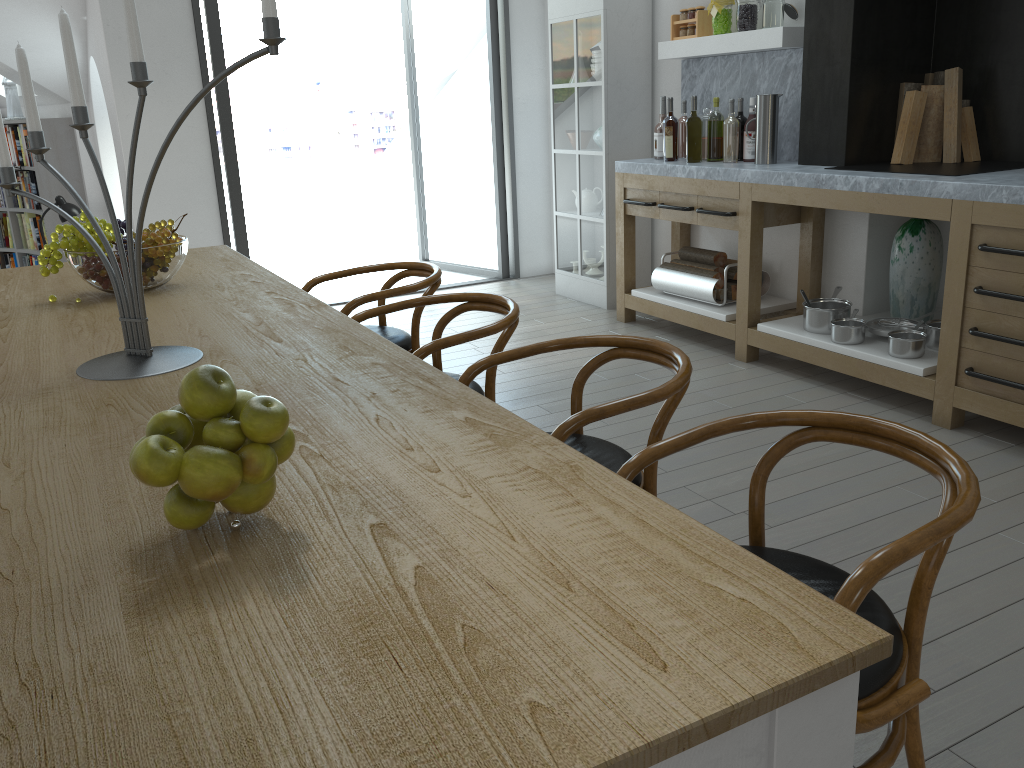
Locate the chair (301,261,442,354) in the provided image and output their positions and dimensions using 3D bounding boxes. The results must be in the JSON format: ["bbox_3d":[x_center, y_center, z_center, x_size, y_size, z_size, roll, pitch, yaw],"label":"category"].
[{"bbox_3d":[-0.555,-0.066,3.425,0.623,0.729,0.530,-11,19,-26],"label":"chair"}]

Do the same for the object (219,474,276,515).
[{"bbox_3d":[-0.353,0.133,1.174,0.078,0.073,0.081,3,18,17],"label":"object"}]

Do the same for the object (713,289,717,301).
[{"bbox_3d":[0.965,-0.522,4.937,0.067,0.066,0.425,-12,20,-28],"label":"object"}]

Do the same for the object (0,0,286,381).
[{"bbox_3d":[-0.789,-0.451,1.821,0.776,0.868,0.267,10,20,35],"label":"object"}]

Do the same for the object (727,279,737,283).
[{"bbox_3d":[1.164,-0.580,5.062,0.091,0.089,0.457,-12,20,-28],"label":"object"}]

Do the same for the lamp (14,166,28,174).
[{"bbox_3d":[-4.354,-2.063,7.630,0.276,0.521,0.113,-15,20,-35],"label":"lamp"}]

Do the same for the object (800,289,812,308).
[{"bbox_3d":[1.440,-0.360,4.215,0.052,0.151,0.191,-11,19,-26],"label":"object"}]

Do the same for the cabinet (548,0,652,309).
[{"bbox_3d":[0.580,-1.543,5.841,0.362,1.974,0.645,-11,18,-26],"label":"cabinet"}]

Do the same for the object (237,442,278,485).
[{"bbox_3d":[-0.324,0.101,1.123,0.051,0.052,0.053,-14,21,-34],"label":"object"}]

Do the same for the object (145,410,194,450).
[{"bbox_3d":[-0.435,0.061,1.129,0.058,0.057,0.053,-6,17,-12],"label":"object"}]

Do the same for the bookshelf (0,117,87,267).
[{"bbox_3d":[-6.053,-1.211,7.624,4.342,1.865,2.121,-11,19,-26],"label":"bookshelf"}]

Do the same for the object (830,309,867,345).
[{"bbox_3d":[1.554,-0.254,4.023,0.262,0.112,0.154,-16,22,-36],"label":"object"}]

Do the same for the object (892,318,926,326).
[{"bbox_3d":[1.819,-0.268,4.024,0.061,0.035,0.171,-11,20,-26],"label":"object"}]

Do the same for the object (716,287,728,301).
[{"bbox_3d":[1.035,-0.535,4.975,0.067,0.067,0.425,-12,20,-28],"label":"object"}]

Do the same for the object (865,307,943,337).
[{"bbox_3d":[1.807,-0.293,4.105,0.264,0.052,0.511,11,22,37],"label":"object"}]

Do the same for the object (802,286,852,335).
[{"bbox_3d":[1.550,-0.345,4.243,0.380,0.162,0.224,-16,22,-36],"label":"object"}]

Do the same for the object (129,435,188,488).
[{"bbox_3d":[-0.461,0.099,1.158,0.070,0.071,0.071,6,19,26],"label":"object"}]

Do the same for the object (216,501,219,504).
[{"bbox_3d":[-0.412,0.140,1.207,0.050,0.050,0.051,-10,18,-23],"label":"object"}]

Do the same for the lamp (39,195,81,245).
[{"bbox_3d":[-3.617,-1.188,7.159,0.323,0.655,0.235,-6,17,-12],"label":"lamp"}]

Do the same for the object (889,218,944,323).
[{"bbox_3d":[1.937,-0.548,4.254,0.231,0.494,0.232,1,17,13],"label":"object"}]

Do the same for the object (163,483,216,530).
[{"bbox_3d":[-0.414,0.155,1.138,0.063,0.063,0.064,-7,18,-16],"label":"object"}]

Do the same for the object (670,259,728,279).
[{"bbox_3d":[1.050,-0.642,4.995,0.101,0.086,0.364,-12,20,-28],"label":"object"}]

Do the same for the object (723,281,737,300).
[{"bbox_3d":[1.101,-0.559,5.006,0.094,0.083,0.482,-12,20,-28],"label":"object"}]

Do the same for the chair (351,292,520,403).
[{"bbox_3d":[-0.265,0.126,2.781,0.623,0.729,0.530,-12,19,-29],"label":"chair"}]

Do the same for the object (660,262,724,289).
[{"bbox_3d":[0.996,-0.606,4.941,0.092,0.093,0.439,-12,20,-28],"label":"object"}]

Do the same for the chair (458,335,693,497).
[{"bbox_3d":[0.132,0.296,2.187,0.622,0.729,0.530,-10,18,-23],"label":"chair"}]

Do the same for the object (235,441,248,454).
[{"bbox_3d":[-0.386,0.091,1.232,0.060,0.055,0.060,-13,20,-31],"label":"object"}]

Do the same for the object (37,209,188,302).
[{"bbox_3d":[-1.224,-0.422,2.756,0.292,0.282,0.396,6,19,25],"label":"object"}]

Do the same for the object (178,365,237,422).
[{"bbox_3d":[-0.394,0.012,1.148,0.072,0.074,0.073,-11,19,-26],"label":"object"}]

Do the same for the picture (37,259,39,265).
[{"bbox_3d":[-4.096,-0.666,7.868,0.091,0.856,0.581,-15,20,-36],"label":"picture"}]

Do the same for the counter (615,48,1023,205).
[{"bbox_3d":[2.570,-0.810,2.549,0.964,0.615,6.614,-11,20,-26],"label":"counter"}]

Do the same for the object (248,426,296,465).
[{"bbox_3d":[-0.319,0.078,1.177,0.062,0.059,0.062,-10,18,-22],"label":"object"}]

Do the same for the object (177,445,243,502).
[{"bbox_3d":[-0.373,0.109,1.097,0.077,0.076,0.077,7,19,28],"label":"object"}]

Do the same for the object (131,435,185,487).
[{"bbox_3d":[-0.430,0.094,1.079,0.062,0.063,0.063,5,19,24],"label":"object"}]

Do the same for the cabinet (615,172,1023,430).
[{"bbox_3d":[2.552,-0.044,2.828,1.006,1.014,6.466,-11,19,-26],"label":"cabinet"}]

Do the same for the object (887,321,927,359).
[{"bbox_3d":[1.716,-0.182,3.774,0.261,0.112,0.154,-12,19,-27],"label":"object"}]

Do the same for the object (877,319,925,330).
[{"bbox_3d":[1.751,-0.260,3.996,0.041,0.045,0.248,-12,20,-27],"label":"object"}]

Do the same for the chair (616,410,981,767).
[{"bbox_3d":[0.466,0.479,1.566,0.623,0.729,0.530,-12,19,-29],"label":"chair"}]

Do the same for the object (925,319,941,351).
[{"bbox_3d":[1.947,-0.221,3.837,0.308,0.132,0.183,-4,17,-3],"label":"object"}]

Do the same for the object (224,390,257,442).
[{"bbox_3d":[-0.369,0.043,1.202,0.072,0.070,0.066,8,20,30],"label":"object"}]

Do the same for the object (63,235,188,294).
[{"bbox_3d":[-1.192,-0.363,2.772,0.361,0.158,0.362,13,23,40],"label":"object"}]

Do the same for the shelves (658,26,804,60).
[{"bbox_3d":[2.490,-1.742,2.859,0.481,1.351,5.578,-13,20,-31],"label":"shelves"}]

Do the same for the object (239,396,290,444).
[{"bbox_3d":[-0.316,0.046,1.132,0.062,0.059,0.062,-11,19,-26],"label":"object"}]

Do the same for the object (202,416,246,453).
[{"bbox_3d":[-0.367,0.066,1.131,0.053,0.050,0.053,8,20,32],"label":"object"}]

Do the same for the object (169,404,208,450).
[{"bbox_3d":[-0.441,0.062,1.209,0.071,0.063,0.072,-14,20,-32],"label":"object"}]

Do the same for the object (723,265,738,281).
[{"bbox_3d":[1.144,-0.646,5.038,0.115,0.079,0.437,-12,20,-28],"label":"object"}]
